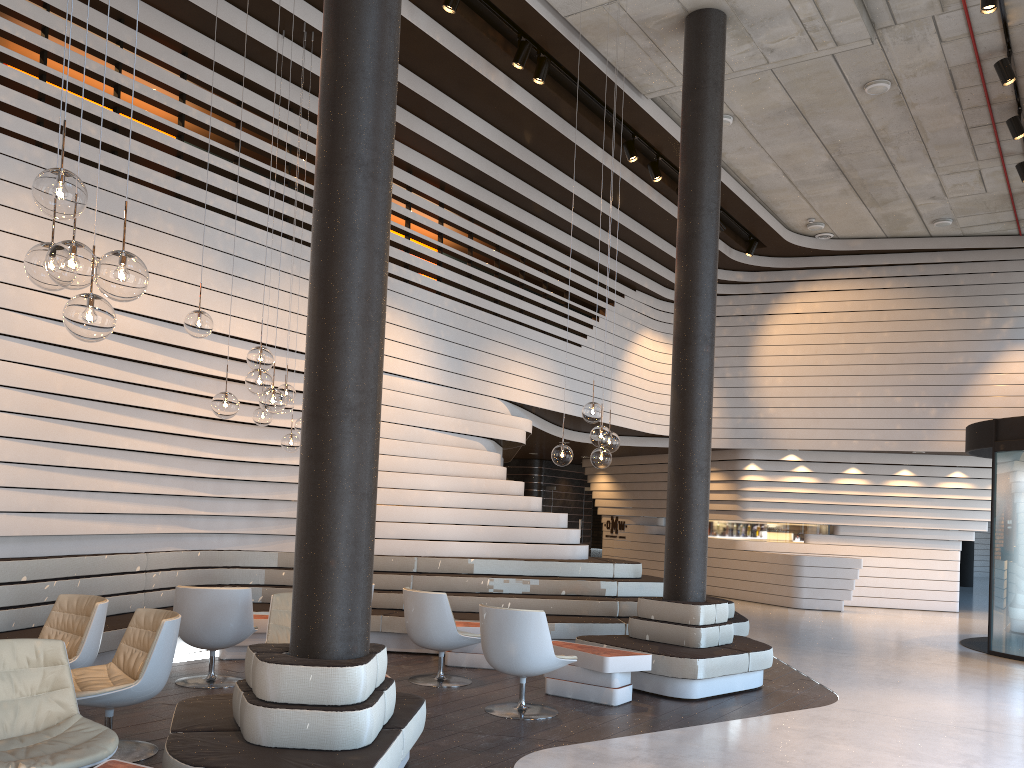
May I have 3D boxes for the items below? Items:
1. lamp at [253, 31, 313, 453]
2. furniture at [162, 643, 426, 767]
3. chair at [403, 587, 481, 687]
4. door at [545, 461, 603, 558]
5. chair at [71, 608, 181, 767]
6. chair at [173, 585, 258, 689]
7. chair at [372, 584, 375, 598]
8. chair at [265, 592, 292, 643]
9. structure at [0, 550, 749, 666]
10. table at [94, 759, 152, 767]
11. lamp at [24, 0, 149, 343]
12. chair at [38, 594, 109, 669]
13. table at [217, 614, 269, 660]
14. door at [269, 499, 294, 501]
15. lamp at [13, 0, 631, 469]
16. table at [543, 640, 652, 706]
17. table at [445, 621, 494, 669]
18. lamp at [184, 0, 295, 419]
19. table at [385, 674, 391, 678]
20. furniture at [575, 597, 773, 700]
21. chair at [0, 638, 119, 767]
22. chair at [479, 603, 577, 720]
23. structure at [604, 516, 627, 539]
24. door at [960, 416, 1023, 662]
[{"bbox_3d":[-1.894,-1.754,7.686,0.532,4.689,0.335,3,-2,-4],"label":"lamp"},{"bbox_3d":[-1.155,1.645,4.314,1.275,0.717,1.787,2,-7,4],"label":"furniture"},{"bbox_3d":[-0.572,2.089,7.352,0.710,0.762,0.661,7,-6,-40],"label":"chair"},{"bbox_3d":[1.503,3.134,20.561,1.782,2.687,0.079,-1,-4,39],"label":"door"},{"bbox_3d":[-2.229,1.655,4.876,0.710,0.762,0.662,6,-6,-36],"label":"chair"},{"bbox_3d":[-2.339,1.946,6.913,0.656,0.762,0.717,4,-5,-12],"label":"chair"},{"bbox_3d":[-1.556,2.076,7.567,0.714,0.762,0.658,-1,-6,33],"label":"chair"},{"bbox_3d":[-1.427,1.889,6.238,0.655,0.762,0.717,4,-5,-16],"label":"chair"},{"bbox_3d":[-3.623,1.469,4.574,5.802,0.921,18.275,-2,-9,30],"label":"structure"},{"bbox_3d":[-1.291,1.644,3.143,0.909,0.368,0.415,-1,-7,26],"label":"table"},{"bbox_3d":[-1.383,-2.475,3.076,0.546,4.650,0.294,2,-2,19],"label":"lamp"},{"bbox_3d":[-2.890,1.705,5.420,0.661,0.762,0.711,-2,-6,41],"label":"chair"},{"bbox_3d":[-2.328,2.314,8.080,0.904,0.368,0.417,5,-6,-19],"label":"table"},{"bbox_3d":[-2.841,1.928,11.521,0.975,2.094,0.163,0,-3,34],"label":"door"},{"bbox_3d":[2.493,-0.802,12.197,9.086,4.586,42.034,-2,-9,33],"label":"lamp"},{"bbox_3d":[0.601,2.281,6.955,0.911,0.368,0.414,-3,-8,36],"label":"table"},{"bbox_3d":[-0.254,2.415,8.140,0.906,0.368,0.416,2,-6,7],"label":"table"},{"bbox_3d":[-1.613,-2.139,5.517,0.311,4.716,0.662,1,-3,42],"label":"lamp"},{"bbox_3d":[-1.227,1.979,5.437,0.904,0.368,0.417,5,-6,-19],"label":"table"},{"bbox_3d":[1.547,2.242,7.595,1.769,0.718,1.288,5,-7,-20],"label":"furniture"},{"bbox_3d":[-2.040,1.485,3.644,0.715,0.762,0.657,-1,-6,37],"label":"chair"},{"bbox_3d":[0.090,1.977,6.374,0.660,0.762,0.712,-1,-6,34],"label":"chair"},{"bbox_3d":[2.268,3.141,19.354,0.017,0.466,0.808,4,-6,-30],"label":"structure"},{"bbox_3d":[7.252,1.936,10.650,3.225,2.836,3.256,-2,-7,40],"label":"door"}]
